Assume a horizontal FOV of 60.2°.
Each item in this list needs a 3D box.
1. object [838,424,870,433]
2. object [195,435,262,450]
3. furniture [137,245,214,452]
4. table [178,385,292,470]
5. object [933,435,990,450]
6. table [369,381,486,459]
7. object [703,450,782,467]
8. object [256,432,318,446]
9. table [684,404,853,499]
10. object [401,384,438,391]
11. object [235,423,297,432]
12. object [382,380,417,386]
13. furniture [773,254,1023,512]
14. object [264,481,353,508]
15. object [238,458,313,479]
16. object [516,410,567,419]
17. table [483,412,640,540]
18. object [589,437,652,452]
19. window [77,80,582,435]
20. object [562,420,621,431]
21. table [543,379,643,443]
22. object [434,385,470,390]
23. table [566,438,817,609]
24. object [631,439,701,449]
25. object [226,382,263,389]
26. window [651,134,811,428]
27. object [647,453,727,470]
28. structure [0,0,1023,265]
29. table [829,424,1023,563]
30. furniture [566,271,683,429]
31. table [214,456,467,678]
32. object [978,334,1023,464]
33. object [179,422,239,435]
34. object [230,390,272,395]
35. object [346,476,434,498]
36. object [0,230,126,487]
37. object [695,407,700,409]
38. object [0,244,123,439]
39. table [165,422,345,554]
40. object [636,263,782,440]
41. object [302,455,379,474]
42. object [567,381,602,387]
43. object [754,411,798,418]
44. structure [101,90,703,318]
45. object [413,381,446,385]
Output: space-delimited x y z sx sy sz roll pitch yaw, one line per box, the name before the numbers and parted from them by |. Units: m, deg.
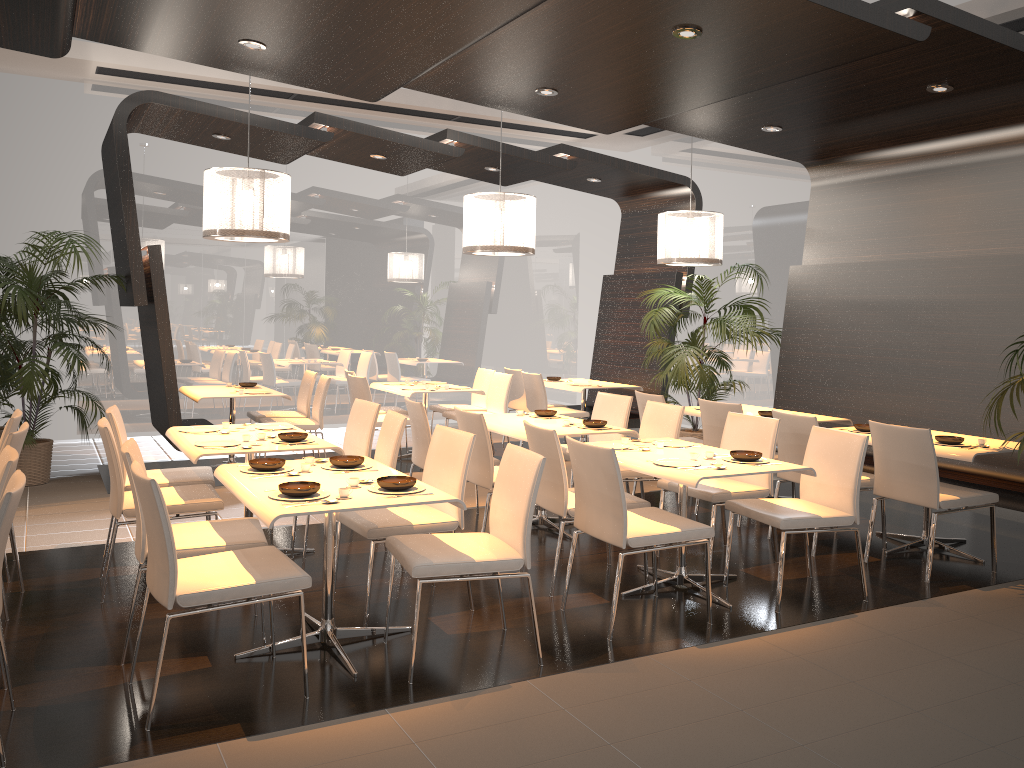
object | 2.445 0.304 5.984 0.303 0.044 0.366 -1 5 -29
object | -1.544 0.317 4.825 0.335 0.038 0.378 -2 5 -34
furniture | -2.918 -0.341 7.837 0.757 1.675 1.405 1 2 -28
table | -2.555 0.421 8.072 0.800 0.725 1.150 0 3 -28
object | 2.742 0.352 5.454 0.303 0.044 0.366 -1 5 -29
table | -0.886 0.386 8.956 0.800 0.725 1.150 0 3 -28
object | 1.194 0.382 4.667 0.303 0.044 0.366 -1 5 -29
object | -1.279 0.304 5.017 0.303 0.044 0.366 -1 5 -29
table | 1.984 0.593 7.080 0.800 0.725 1.150 0 3 -28
object | -0.888 0.036 8.565 0.335 0.038 0.378 -2 5 -34
object | -1.558 0.257 5.573 0.335 0.038 0.378 -2 6 -39
object | -1.150 -0.013 9.115 0.335 0.038 0.378 -2 5 -34
furniture | 2.991 -0.135 6.766 0.757 1.673 2.908 1 3 -28
object | -0.815 0.429 3.544 0.303 0.044 0.366 -1 5 -29
object | -1.098 0.380 4.096 0.303 0.044 0.366 -1 5 -29
object | 0.208 0.217 6.502 0.303 0.044 0.366 -1 5 -29
table | 0.328 0.627 6.207 1.053 0.725 1.150 0 4 -28
object | 0.614 0.344 5.036 0.335 0.038 0.378 -2 5 -34
window | -1.826 -1.441 10.987 6.578 3.979 0.070 -1 1 -28
object | 0.515 0.269 5.930 0.303 0.044 0.366 -1 5 -29
table | 0.793 0.350 9.850 0.800 0.725 1.150 0 3 -28
object | -0.601 0.023 8.800 0.335 0.038 0.378 -2 6 -39
table | 0.932 0.748 4.833 0.800 0.725 1.150 0 3 -28
object | 0.881 0.337 5.199 0.335 0.038 0.378 -2 6 -39
object | -2.546 0.011 8.405 0.303 0.044 0.366 -1 5 -29
window | 3.396 -1.208 9.398 0.070 3.975 6.597 1 3 -28
object | 0.905 0.393 4.495 0.335 0.038 0.378 -2 5 -34
structure | -1.125 -1.250 4.541 10.660 1.735 2.908 -1 4 -28
table | 2.721 0.710 5.782 0.800 0.725 1.150 0 3 -28
furniture | 1.181 -0.430 10.038 0.757 1.675 1.405 1 2 -28
table | -0.807 0.786 3.899 0.800 0.725 1.150 0 3 -28
object | 3.317 0.148 4.584 1.562 2.059 1.506 2 2 17
object | -1.835 0.268 5.365 0.335 0.038 0.378 -2 5 -34
object | -2.329 0.061 7.871 0.335 0.038 0.378 -2 6 -39
object | -0.524 0.421 3.725 0.303 0.044 0.366 -1 5 -29
object | -3.909 -0.205 7.182 1.560 2.059 1.507 0 2 -35
object | 1.687 0.193 7.245 0.335 0.038 0.378 -2 5 -34
object | -4.615 -0.286 8.032 1.562 2.059 1.506 2 2 23
table | -1.546 0.668 5.196 0.800 0.725 1.150 0 3 -28
object | 1.944 -0.216 8.847 1.504 2.059 1.564 1 2 -15
object | -0.828 0.375 4.235 0.303 0.044 0.366 -1 5 -29
object | 0.802 -0.003 9.492 0.335 0.038 0.378 -2 5 -34
object | 1.999 0.236 6.729 0.303 0.044 0.366 -1 5 -29
structure | -0.853 -1.585 8.933 5.932 1.727 1.404 -1 3 -28
object | -0.880 -0.026 9.350 0.335 0.038 0.378 -2 6 -39
